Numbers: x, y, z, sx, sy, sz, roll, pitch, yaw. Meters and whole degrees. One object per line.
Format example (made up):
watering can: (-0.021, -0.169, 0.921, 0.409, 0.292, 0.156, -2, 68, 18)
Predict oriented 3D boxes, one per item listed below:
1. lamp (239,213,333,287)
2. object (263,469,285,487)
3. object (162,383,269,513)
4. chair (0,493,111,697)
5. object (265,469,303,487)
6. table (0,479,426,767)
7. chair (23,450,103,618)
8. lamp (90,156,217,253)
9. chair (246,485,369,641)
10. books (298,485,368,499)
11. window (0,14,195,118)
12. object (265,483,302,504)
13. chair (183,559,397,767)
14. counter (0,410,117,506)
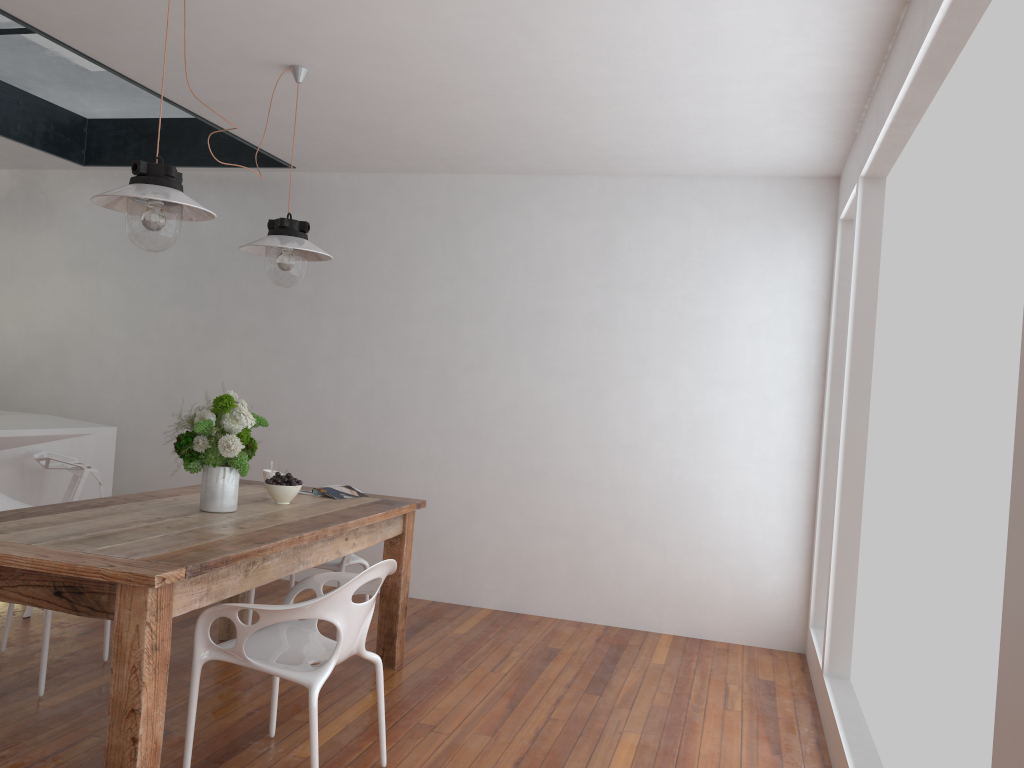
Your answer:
lamp: (-0.919, -0.547, 3.621, 0.372, 0.306, 0.372, 5, -1, -23)
object: (-1.087, 0.432, 4.055, 0.082, 0.078, 0.127, 4, -1, 20)
object: (-1.094, 0.224, 3.247, 0.371, 0.476, 0.432, 5, -1, -33)
chair: (-1.926, 0.780, 3.501, 0.505, 0.710, 0.577, 4, -1, 5)
object: (-0.916, 0.389, 3.561, 0.141, 0.095, 0.159, 4, -1, 0)
table: (-1.123, 0.829, 3.213, 0.969, 0.735, 1.910, 4, -1, 15)
chair: (-2.237, 0.742, 4.540, 0.428, 0.765, 0.492, 5, -1, -30)
lamp: (-1.133, -0.571, 2.816, 0.372, 0.306, 0.372, 4, -1, 9)
chair: (-0.934, 0.862, 4.266, 0.577, 0.710, 0.505, 4, -1, 10)
books: (-0.809, 0.475, 3.958, 0.267, 0.035, 0.218, 4, -1, 30)
window: (-2.374, -1.691, 4.255, 1.546, 0.035, 2.700, 4, -1, 15)
object: (-0.919, 0.439, 3.560, 0.146, 0.079, 0.146, 4, -1, 23)
chair: (-0.647, 0.870, 2.764, 0.505, 0.710, 0.577, 4, -1, 20)
counter: (-3.097, 0.604, 4.203, 0.956, 0.903, 2.289, 4, -1, 15)
